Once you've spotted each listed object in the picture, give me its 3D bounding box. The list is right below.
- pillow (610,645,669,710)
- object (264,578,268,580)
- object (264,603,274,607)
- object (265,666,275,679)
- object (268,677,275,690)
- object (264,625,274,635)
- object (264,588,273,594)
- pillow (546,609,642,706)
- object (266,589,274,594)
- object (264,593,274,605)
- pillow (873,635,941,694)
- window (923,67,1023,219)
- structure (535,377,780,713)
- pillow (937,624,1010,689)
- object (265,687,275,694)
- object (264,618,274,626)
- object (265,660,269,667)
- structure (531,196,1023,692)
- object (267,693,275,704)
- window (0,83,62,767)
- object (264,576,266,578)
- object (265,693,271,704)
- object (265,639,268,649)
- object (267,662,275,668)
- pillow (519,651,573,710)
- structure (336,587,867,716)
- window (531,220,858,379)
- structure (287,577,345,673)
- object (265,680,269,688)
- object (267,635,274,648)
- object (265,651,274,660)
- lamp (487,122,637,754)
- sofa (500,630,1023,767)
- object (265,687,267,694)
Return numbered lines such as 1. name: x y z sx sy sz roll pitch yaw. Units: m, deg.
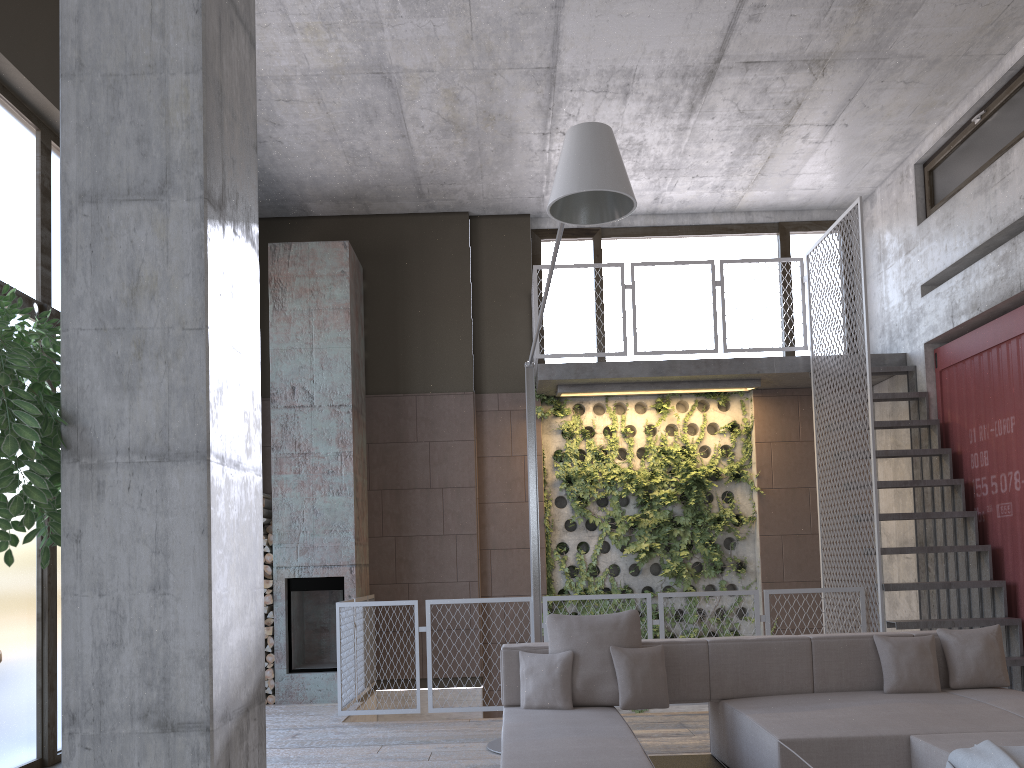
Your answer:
1. pillow: 0.746 1.685 5.042 0.377 0.367 0.171 2 -6 -27
2. object: -2.458 1.981 8.749 0.092 0.092 0.445 -2 -11 1
3. object: -2.449 2.179 8.716 0.122 0.066 0.370 -2 -11 1
4. object: -2.347 2.819 8.590 0.101 0.101 0.298 -2 -11 -1
5. object: -2.321 2.935 8.655 0.064 0.123 0.370 -2 -11 1
6. object: -2.356 2.436 8.716 0.093 0.082 0.488 -2 -11 1
7. object: -2.412 2.056 8.739 0.067 0.066 0.430 -2 -11 1
8. pillow: 0.485 1.612 5.152 0.563 0.550 0.224 -2 -4 2
9. object: -2.363 2.038 8.631 0.063 0.047 0.255 -2 -11 -1
10. object: -2.368 2.112 8.628 0.101 0.101 0.298 -2 -11 -1
11. pillow: 2.341 1.656 5.164 0.370 0.354 0.189 -2 -5 0
12. window: 3.938 -2.661 4.182 0.113 0.596 8.594 -2 -11 0
13. structure: 1.543 1.632 9.357 2.627 3.774 1.016 -2 -4 0
14. pillow: 2.734 1.612 5.186 0.362 0.362 0.190 -2 -5 5
15. object: -2.358 3.007 8.691 0.071 0.071 0.430 -2 -11 -1
16. object: -2.366 2.362 8.745 0.115 0.078 0.443 -2 -11 -1
17. object: -2.391 2.762 8.701 0.067 0.066 0.430 -2 -11 1
18. structure: 2.114 0.823 8.271 3.684 4.260 3.080 -2 -6 0
19. object: -2.329 3.096 8.696 0.091 0.090 0.445 -2 -11 -1
20. window: -2.955 0.076 4.276 0.209 4.097 9.375 -2 -10 -2
21. object: -2.484 1.869 8.680 0.098 0.105 0.299 -2 -11 -1
22. object: -2.415 3.107 8.700 0.091 0.088 0.463 -2 -11 -1
23. object: -2.463 2.576 8.642 0.098 0.105 0.299 -2 -11 -1
24. object: -2.341 2.744 8.593 0.063 0.047 0.255 -2 -11 -1
25. pillow: 0.195 1.741 5.113 0.371 0.372 0.152 -6 -6 33
26. structure: 0.750 2.421 8.270 4.427 0.922 1.961 -2 -10 0
27. window: 2.018 -0.896 9.766 3.565 1.730 0.111 -2 -3 0
28. structure: -1.903 2.357 8.602 0.576 0.916 0.057 -2 -3 0
29. object: -2.390 2.952 8.687 0.066 0.083 0.433 -1 -11 -3
30. object: -2.333 2.538 8.676 0.064 0.123 0.370 -2 -11 1
31. object: -2.437 2.688 8.712 0.092 0.092 0.445 -2 -11 1
32. lamp: 0.352 0.668 5.372 0.756 3.378 2.668 -1 -6 -13
33. sofa: 1.431 1.680 4.077 2.997 0.774 3.067 -2 -11 0
34. object: -2.435 3.037 8.708 0.115 0.078 0.443 -2 -11 -1
